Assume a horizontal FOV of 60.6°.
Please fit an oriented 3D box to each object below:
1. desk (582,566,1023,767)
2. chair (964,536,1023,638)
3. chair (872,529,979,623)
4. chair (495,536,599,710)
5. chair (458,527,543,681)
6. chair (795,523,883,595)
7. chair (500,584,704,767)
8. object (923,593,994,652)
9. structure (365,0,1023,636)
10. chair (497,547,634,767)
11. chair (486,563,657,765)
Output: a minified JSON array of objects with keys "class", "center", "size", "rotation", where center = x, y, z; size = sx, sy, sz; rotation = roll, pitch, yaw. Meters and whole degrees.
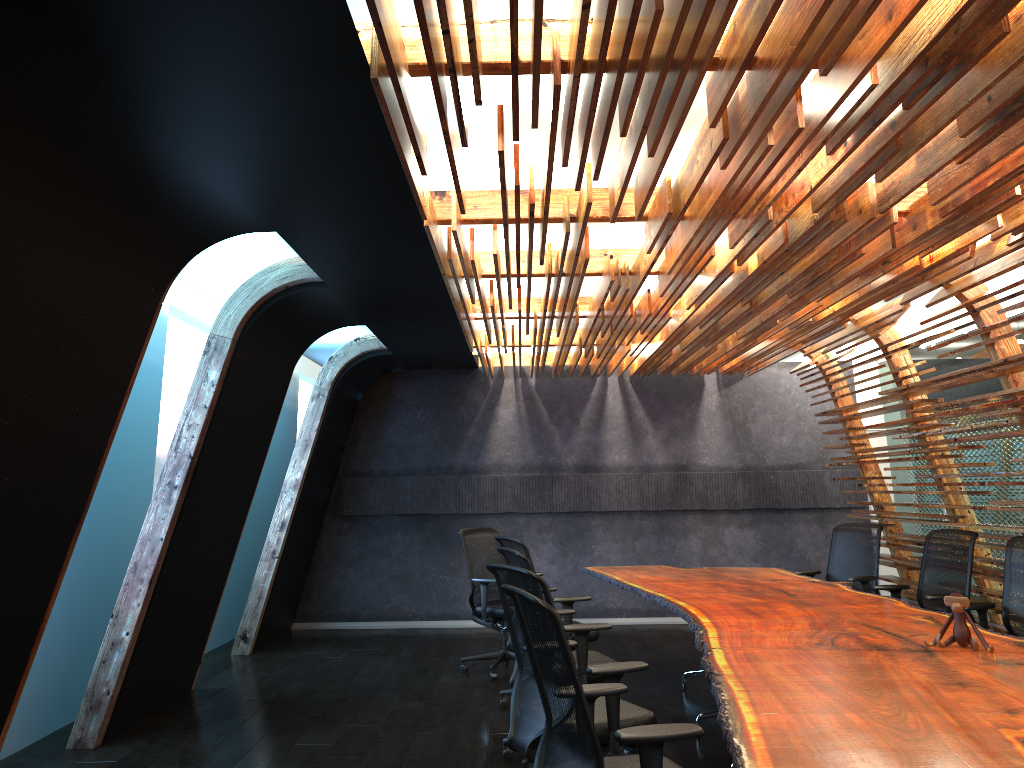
[{"class":"desk","center":[1.671,1.815,5.373],"size":[2.036,0.837,6.501],"rotation":[-1,-7,1]},{"class":"chair","center":[3.168,1.577,5.321],"size":[0.791,1.271,0.797],"rotation":[6,-14,-28]},{"class":"chair","center":[2.975,1.708,6.384],"size":[0.796,1.271,0.792],"rotation":[1,-13,-9]},{"class":"chair","center":[0.323,1.774,6.584],"size":[0.794,1.271,0.794],"rotation":[4,-13,-19]},{"class":"chair","center":[-0.032,1.945,7.962],"size":[0.787,1.271,0.801],"rotation":[-9,-15,34]},{"class":"chair","center":[2.816,1.858,7.616],"size":[0.792,1.271,0.795],"rotation":[5,-14,-24]},{"class":"chair","center":[0.399,1.355,3.108],"size":[0.795,1.271,0.793],"rotation":[2,-13,-15]},{"class":"object","center":[2.113,1.119,4.152],"size":[0.303,0.252,0.126],"rotation":[-10,-16,42]},{"class":"structure","center":[1.830,0.524,5.214],"size":[4.528,3.065,11.198],"rotation":[-1,-7,0]},{"class":"chair","center":[0.348,1.619,5.294],"size":[0.795,1.271,0.793],"rotation":[2,-13,-15]},{"class":"chair","center":[0.335,1.478,4.123],"size":[0.792,1.271,0.796],"rotation":[5,-14,-24]}]
